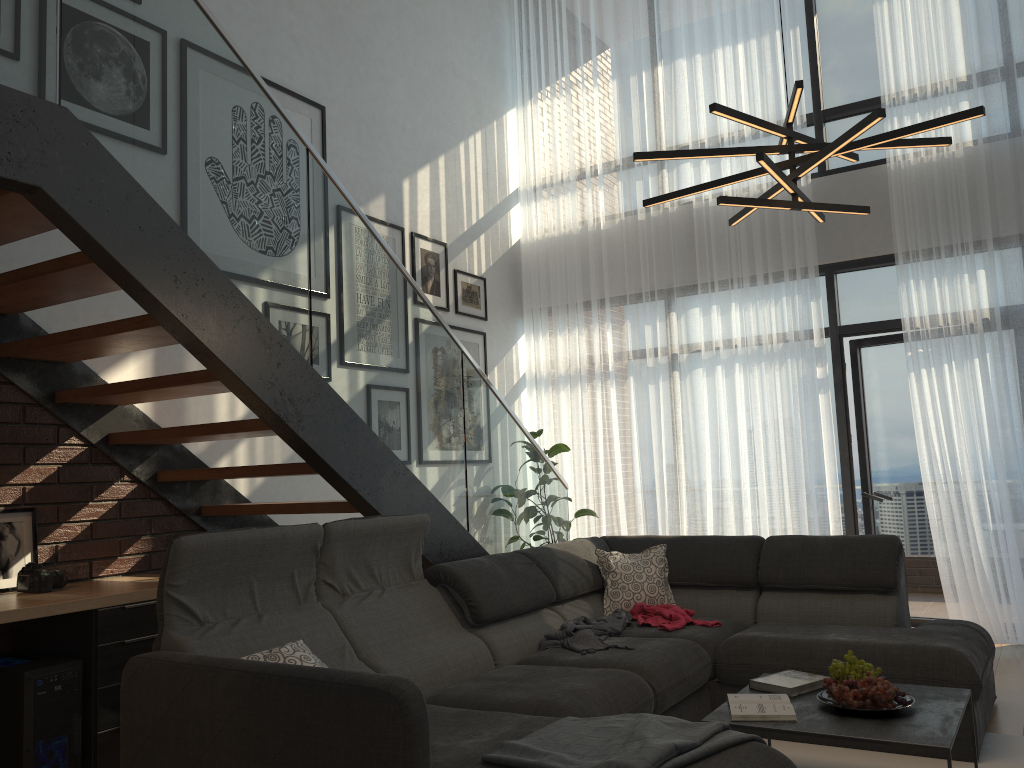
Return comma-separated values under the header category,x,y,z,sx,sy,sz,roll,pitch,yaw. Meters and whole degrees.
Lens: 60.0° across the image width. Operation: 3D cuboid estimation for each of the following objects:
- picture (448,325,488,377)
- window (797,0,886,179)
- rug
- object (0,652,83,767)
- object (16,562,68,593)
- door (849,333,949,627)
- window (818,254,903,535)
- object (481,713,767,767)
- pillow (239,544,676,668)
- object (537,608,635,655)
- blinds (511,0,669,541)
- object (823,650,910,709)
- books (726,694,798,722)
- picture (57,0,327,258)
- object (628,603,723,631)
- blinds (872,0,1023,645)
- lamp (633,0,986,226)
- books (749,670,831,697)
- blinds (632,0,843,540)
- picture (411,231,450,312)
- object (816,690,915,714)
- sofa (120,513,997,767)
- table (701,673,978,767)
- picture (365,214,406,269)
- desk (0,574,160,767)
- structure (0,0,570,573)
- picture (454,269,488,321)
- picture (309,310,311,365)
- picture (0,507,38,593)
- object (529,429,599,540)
category,x,y,z,sx,sy,sz,roll,pitch,yaw
picture,-0.412,0.073,6.321,0.025,0.990,0.871,-6,-7,31
window,2.152,-2.670,6.392,4.808,2.500,0.119,-6,-7,31
rug,1.102,1.353,2.665,1.606,0.013,2.496,-6,-7,31
object,-1.782,1.273,3.205,0.474,0.527,0.215,-6,-7,31
object,-1.845,0.761,3.515,0.149,0.119,0.166,-6,-7,28
door,2.855,0.613,5.828,1.118,1.976,0.206,-8,-8,41
window,2.282,0.411,6.069,4.808,2.501,0.119,-6,-7,31
object,0.312,1.063,2.317,0.548,0.369,0.685,-7,-8,39
pillow,-0.025,0.949,3.602,0.386,0.364,2.734,-7,-7,35
object,0.333,1.110,3.954,0.411,0.118,0.905,-3,-6,7
blinds,0.574,-0.990,6.933,1.223,5.581,0.218,-6,-7,29
object,1.130,0.947,2.836,0.256,0.173,0.279,-6,-7,28
books,0.799,1.035,2.855,0.199,0.025,0.294,-4,-6,10
picture,-1.597,-1.398,4.620,0.028,1.678,1.785,-6,-7,31
object,0.706,1.095,4.211,0.323,0.077,0.536,0,-7,-25
blinds,2.851,-1.238,5.493,0.858,5.579,0.589,-3,-6,8
lamp,0.893,-2.407,3.216,1.200,3.645,0.831,-8,-8,41
books,0.980,1.053,3.126,0.225,0.029,0.179,2,-7,-36
blinds,1.511,-1.086,6.397,1.374,5.581,0.218,-6,-7,29
picture,-0.572,-0.778,6.212,0.025,0.504,0.410,-6,-7,31
object,1.130,1.017,2.838,0.295,0.026,0.295,-5,-7,25
sofa,0.546,0.961,3.376,2.108,0.995,3.169,-6,-7,31
table,1.074,1.198,2.858,0.700,0.323,0.700,-6,-7,31
picture,-0.883,-0.582,5.656,0.025,0.990,0.654,-6,-7,31
desk,-1.985,1.143,2.949,0.610,0.750,2.182,-6,-7,31
structure,-1.677,0.024,3.171,1.289,3.460,5.660,-6,-7,31
picture,-0.308,-0.660,6.628,0.025,0.333,0.410,-6,-7,31
picture,-1.217,-0.232,5.048,0.025,0.410,0.504,-6,-7,31
picture,-2.028,0.664,3.529,0.049,0.329,0.279,-6,-7,31
object,0.199,1.072,6.586,0.774,1.463,0.528,2,-8,-38
